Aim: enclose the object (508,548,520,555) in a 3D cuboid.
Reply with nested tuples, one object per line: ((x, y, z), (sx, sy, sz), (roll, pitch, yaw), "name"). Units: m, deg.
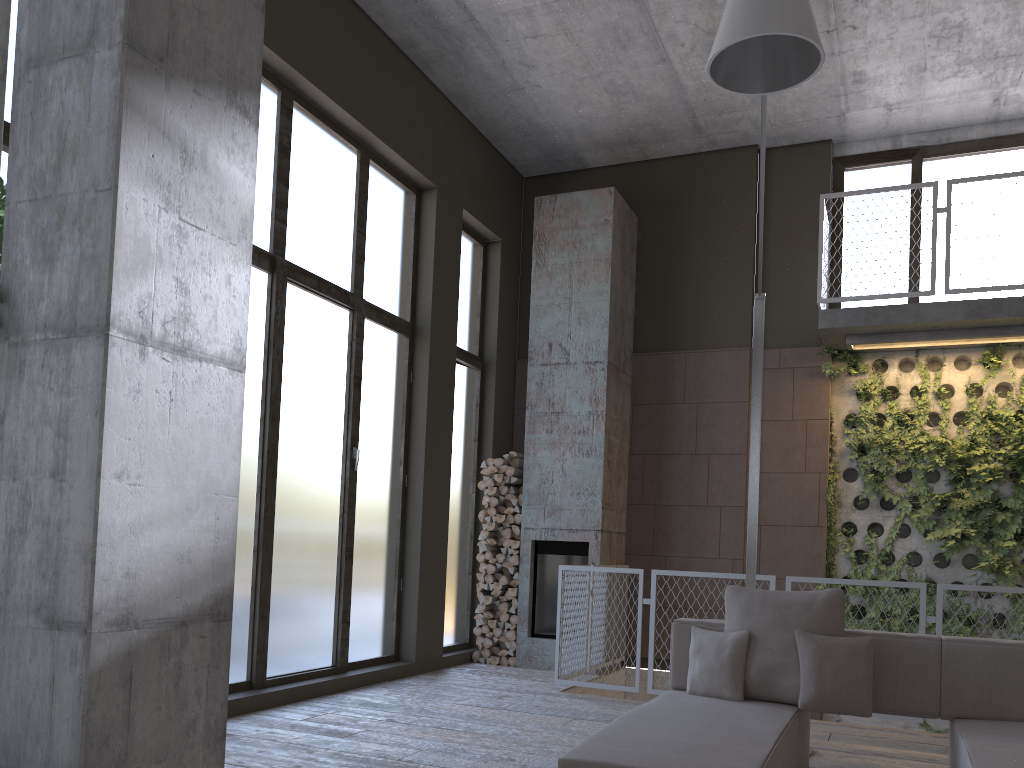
((0.080, 1.648, 8.617), (0.067, 0.066, 0.429), (-1, -11, 24), "object")

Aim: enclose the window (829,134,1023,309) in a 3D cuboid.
((4.693, -1.357, 7.702), (3.567, 1.732, 0.111), (-2, -4, 24), "window")

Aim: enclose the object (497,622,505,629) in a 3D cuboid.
((-0.024, 2.362, 8.623), (0.067, 0.066, 0.429), (-1, -11, 24), "object")

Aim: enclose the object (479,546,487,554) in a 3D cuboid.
((-0.202, 1.666, 8.737), (0.066, 0.084, 0.431), (0, -10, 26), "object")

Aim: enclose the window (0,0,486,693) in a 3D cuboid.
((-2.153, -0.265, 4.722), (0.209, 4.111, 9.351), (2, -9, 22), "window")

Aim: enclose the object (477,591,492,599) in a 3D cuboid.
((-0.241, 2.119, 8.769), (0.070, 0.116, 0.370), (1, -10, 24), "object")

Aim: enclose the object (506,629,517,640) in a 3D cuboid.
((0.042, 2.415, 8.473), (0.101, 0.101, 0.297), (0, -10, 23), "object")

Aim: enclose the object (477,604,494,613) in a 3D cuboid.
((-0.199, 2.212, 8.689), (0.091, 0.088, 0.462), (-1, -11, 25), "object")

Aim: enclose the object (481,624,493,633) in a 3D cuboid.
((-0.165, 2.414, 8.702), (0.091, 0.088, 0.462), (-1, -11, 24), "object")

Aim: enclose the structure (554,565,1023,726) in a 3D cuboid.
((2.760, 1.999, 6.925), (4.428, 0.923, 1.956), (-2, -10, 24), "structure")

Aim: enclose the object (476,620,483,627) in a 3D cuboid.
((-0.232, 2.375, 8.710), (0.066, 0.084, 0.431), (0, -10, 26), "object")

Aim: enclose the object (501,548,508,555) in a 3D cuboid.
((0.006, 1.653, 8.650), (0.067, 0.066, 0.429), (-1, -11, 24), "object")

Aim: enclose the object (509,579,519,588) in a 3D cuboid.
((0.110, 1.954, 8.611), (0.115, 0.078, 0.442), (-1, -11, 23), "object")

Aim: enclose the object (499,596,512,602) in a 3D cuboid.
((-0.020, 2.102, 8.595), (0.089, 0.056, 0.337), (-1, -11, 24), "object")

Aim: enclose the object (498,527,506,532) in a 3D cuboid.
((-0.037, 1.440, 8.668), (0.064, 0.073, 0.365), (0, -10, 25), "object")

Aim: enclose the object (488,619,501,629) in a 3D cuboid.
((-0.094, 2.354, 8.652), (0.093, 0.082, 0.487), (-1, -11, 24), "object")

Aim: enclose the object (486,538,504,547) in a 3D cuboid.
((-0.112, 1.580, 8.730), (0.115, 0.078, 0.442), (-1, -11, 24), "object")

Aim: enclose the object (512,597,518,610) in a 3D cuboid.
((0.104, 2.132, 8.539), (0.064, 0.123, 0.369), (1, -10, 25), "object")

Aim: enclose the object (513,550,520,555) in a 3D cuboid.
((0.082, 1.631, 8.499), (0.063, 0.047, 0.254), (-1, -11, 22), "object")

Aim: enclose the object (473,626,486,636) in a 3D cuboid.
((-0.248, 2.445, 8.732), (0.091, 0.091, 0.444), (-1, -11, 24), "object")

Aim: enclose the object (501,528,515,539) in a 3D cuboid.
((-0.001, 1.463, 8.589), (0.098, 0.105, 0.298), (0, -10, 23), "object")

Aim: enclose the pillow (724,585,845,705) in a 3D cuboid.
((1.276, 1.237, 4.171), (0.563, 0.551, 0.223), (-1, -4, 26), "pillow")

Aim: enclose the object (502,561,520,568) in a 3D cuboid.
((0.031, 1.772, 8.615), (0.122, 0.067, 0.369), (-2, -11, 25), "object")

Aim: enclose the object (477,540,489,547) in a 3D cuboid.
((-0.217, 1.592, 8.735), (0.122, 0.067, 0.369), (-1, -11, 22), "object")

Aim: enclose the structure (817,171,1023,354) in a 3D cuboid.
((4.084, 0.388, 6.340), (3.683, 4.269, 3.074), (0, -6, 24), "structure")

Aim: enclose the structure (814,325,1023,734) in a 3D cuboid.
((3.969, 1.186, 7.579), (2.626, 3.782, 1.014), (0, -3, 24), "structure")

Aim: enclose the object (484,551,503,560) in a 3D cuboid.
((-0.135, 1.706, 8.728), (0.091, 0.088, 0.462), (-1, -11, 24), "object")

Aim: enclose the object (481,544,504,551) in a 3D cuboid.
((-0.179, 1.616, 8.637), (0.071, 0.072, 0.429), (0, -11, 24), "object")

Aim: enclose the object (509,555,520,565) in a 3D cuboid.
((0.072, 1.706, 8.500), (0.101, 0.101, 0.297), (0, -10, 23), "object")

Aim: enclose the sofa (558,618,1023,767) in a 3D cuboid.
((1.696, 1.313, 2.812), (2.998, 0.776, 3.059), (-2, -11, 24), "sofa")

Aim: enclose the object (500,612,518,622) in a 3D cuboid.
((0.016, 2.283, 8.617), (0.092, 0.092, 0.444), (0, -11, 24), "object")

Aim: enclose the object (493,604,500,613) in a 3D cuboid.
((-0.081, 2.226, 8.730), (0.104, 0.101, 0.296), (-1, -10, 24), "object")

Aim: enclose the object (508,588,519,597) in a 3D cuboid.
((0.104, 2.029, 8.583), (0.093, 0.082, 0.487), (-1, -11, 24), "object")

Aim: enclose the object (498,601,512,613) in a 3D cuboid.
((-0.031, 2.171, 8.562), (0.098, 0.105, 0.298), (0, -10, 23), "object")

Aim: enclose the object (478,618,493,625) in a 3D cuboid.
((-0.209, 2.324, 8.610), (0.071, 0.072, 0.429), (0, -11, 24), "object")

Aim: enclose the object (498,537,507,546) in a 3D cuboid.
((-0.014, 1.566, 8.700), (0.101, 0.085, 0.368), (-1, -11, 24), "object")

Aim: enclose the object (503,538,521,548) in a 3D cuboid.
((0.046, 1.574, 8.644), (0.092, 0.092, 0.444), (0, -11, 24), "object")

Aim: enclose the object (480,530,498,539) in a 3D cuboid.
((-0.169, 1.503, 8.716), (0.091, 0.088, 0.462), (-1, -11, 25), "object")

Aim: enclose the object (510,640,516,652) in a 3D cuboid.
((0.087, 2.530, 8.524), (0.064, 0.123, 0.369), (1, -10, 25), "object")

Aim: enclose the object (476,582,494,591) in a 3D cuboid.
((-0.229, 2.017, 8.757), (0.079, 0.106, 0.443), (0, -10, 24), "object")

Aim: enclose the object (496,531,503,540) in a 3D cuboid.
((-0.051, 1.518, 8.756), (0.104, 0.101, 0.296), (-1, -10, 24), "object")

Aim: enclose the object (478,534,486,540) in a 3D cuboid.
((-0.213, 1.530, 8.766), (0.067, 0.070, 0.430), (0, -11, 25), "object")

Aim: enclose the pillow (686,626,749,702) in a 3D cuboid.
((0.989, 1.368, 4.256), (0.152, 0.372, 0.371), (5, -7, -33), "pillow")

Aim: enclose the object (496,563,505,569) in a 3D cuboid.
((-0.061, 1.790, 8.659), (0.064, 0.073, 0.365), (0, -10, 22), "object")

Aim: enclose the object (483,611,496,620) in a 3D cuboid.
((-0.142, 2.289, 8.704), (0.115, 0.078, 0.442), (-1, -11, 24), "object")

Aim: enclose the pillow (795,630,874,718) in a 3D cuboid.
((1.467, 1.309, 3.967), (0.376, 0.368, 0.171), (3, -4, -3), "pillow")

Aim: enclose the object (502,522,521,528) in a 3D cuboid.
((0.010, 1.394, 8.622), (0.089, 0.056, 0.337), (-1, -11, 24), "object")

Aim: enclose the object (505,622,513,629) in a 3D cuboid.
((0.050, 2.357, 8.591), (0.067, 0.066, 0.429), (-1, -11, 24), "object")

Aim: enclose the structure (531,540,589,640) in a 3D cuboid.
((0.475, 1.949, 8.295), (0.576, 0.918, 0.057), (0, -3, 24), "structure")

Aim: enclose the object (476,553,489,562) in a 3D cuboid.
((-0.218, 1.737, 8.758), (0.091, 0.091, 0.444), (-1, -11, 24), "object")
